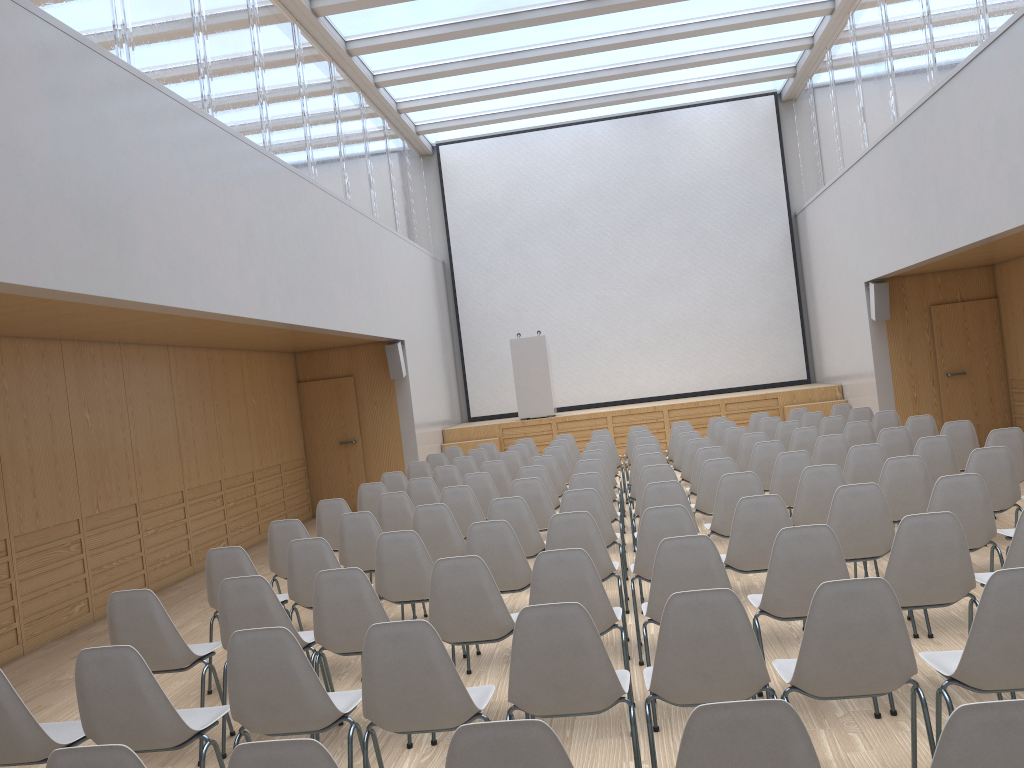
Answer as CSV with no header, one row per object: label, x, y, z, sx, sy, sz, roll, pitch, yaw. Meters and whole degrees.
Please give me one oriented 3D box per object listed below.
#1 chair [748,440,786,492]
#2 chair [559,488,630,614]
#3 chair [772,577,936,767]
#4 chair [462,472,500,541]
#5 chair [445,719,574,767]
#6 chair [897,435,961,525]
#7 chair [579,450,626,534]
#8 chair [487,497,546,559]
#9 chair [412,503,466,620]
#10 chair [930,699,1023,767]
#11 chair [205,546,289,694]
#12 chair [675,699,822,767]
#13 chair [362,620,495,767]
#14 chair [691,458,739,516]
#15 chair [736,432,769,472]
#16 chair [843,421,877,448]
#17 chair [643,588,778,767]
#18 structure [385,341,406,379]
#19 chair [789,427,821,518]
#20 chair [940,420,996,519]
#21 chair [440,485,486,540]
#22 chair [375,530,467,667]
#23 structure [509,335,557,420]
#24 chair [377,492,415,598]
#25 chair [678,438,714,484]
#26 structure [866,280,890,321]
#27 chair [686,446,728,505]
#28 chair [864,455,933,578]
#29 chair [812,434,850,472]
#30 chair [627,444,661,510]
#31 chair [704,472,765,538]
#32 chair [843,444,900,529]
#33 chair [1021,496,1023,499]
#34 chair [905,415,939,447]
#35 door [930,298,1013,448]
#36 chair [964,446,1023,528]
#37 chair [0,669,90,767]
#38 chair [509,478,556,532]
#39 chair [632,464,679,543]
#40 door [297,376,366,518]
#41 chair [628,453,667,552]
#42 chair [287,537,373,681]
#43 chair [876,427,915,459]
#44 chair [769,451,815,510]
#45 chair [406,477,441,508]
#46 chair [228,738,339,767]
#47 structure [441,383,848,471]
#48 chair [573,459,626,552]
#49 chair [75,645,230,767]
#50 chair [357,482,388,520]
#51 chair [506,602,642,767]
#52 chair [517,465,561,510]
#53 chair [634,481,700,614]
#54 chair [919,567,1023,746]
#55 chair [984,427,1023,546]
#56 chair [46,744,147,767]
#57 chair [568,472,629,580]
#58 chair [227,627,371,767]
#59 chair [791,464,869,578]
chair,2.321,0.933,8.018,0.479,0.876,0.505,-7,0,7
chair,0.536,1.143,6.243,0.479,0.876,0.505,-7,0,7
chair,1.190,1.066,3.140,0.479,0.876,0.505,-7,0,7
chair,-0.243,1.235,8.272,0.479,0.876,0.505,-7,0,7
chair,0.054,1.200,2.273,0.479,0.876,0.505,-7,0,7
chair,3.249,0.823,6.915,0.479,0.876,0.505,-7,0,7
chair,0.888,1.101,9.202,0.479,0.876,0.505,-7,0,7
chair,0.045,1.201,6.263,0.479,0.876,0.505,-7,0,7
chair,-0.483,1.263,6.388,0.479,0.876,0.505,-7,0,7
chair,1.095,1.077,2.062,0.479,0.876,0.505,-7,0,7
chair,-1.620,1.397,5.503,0.479,0.876,0.505,-7,0,7
chair,0.590,1.137,2.225,0.479,0.876,0.505,-7,0,7
chair,-0.308,1.243,3.284,0.479,0.876,0.505,-7,0,7
chair,1.678,1.008,7.109,0.479,0.876,0.505,-7,0,7
chair,2.476,0.914,9.026,0.479,0.876,0.505,-7,0,7
chair,3.469,0.797,8.931,0.479,0.876,0.505,-7,0,7
chair,0.716,1.122,3.227,0.479,0.876,0.505,-7,0,7
structure,-1.689,-0.346,12.922,0.196,0.542,0.368,-7,0,7
chair,2.960,0.857,8.946,0.479,0.876,0.505,-7,0,7
chair,3.894,0.747,7.843,0.479,0.876,0.505,-7,0,7
chair,-0.371,1.250,7.363,0.479,0.876,0.505,-7,0,7
chair,-0.578,1.274,5.333,0.479,0.876,0.505,-7,0,7
structure,0.372,-0.104,15.158,0.605,1.379,0.605,-7,0,7
chair,-0.888,1.311,7.445,0.479,0.876,0.505,-7,0,7
chair,1.948,0.976,9.119,0.479,0.876,0.505,-7,0,7
structure,5.007,-1.135,12.094,0.196,0.542,0.368,-7,0,7
chair,1.834,0.990,8.098,0.479,0.876,0.505,-7,0,7
chair,2.614,0.898,5.986,0.479,0.876,0.505,-7,0,7
chair,2.845,0.871,7.932,0.479,0.876,0.505,-7,0,7
chair,1.417,1.039,9.116,0.479,0.876,0.505,-7,0,7
chair,1.584,1.020,6.142,0.479,0.876,0.505,-7,0,7
chair,2.730,0.884,6.897,0.479,0.876,0.505,-7,0,7
chair,3.645,0.777,5.818,0.479,0.876,0.505,-7,0,7
chair,4.011,0.733,8.795,0.479,0.876,0.505,-7,0,7
door,6.285,-0.113,12.078,0.873,2.024,0.108,-7,0,7
chair,3.147,0.835,5.939,0.479,0.876,0.505,-7,0,7
chair,-1.880,1.428,3.437,0.479,0.876,0.505,-7,0,7
chair,0.193,1.183,7.321,0.479,0.876,0.505,-7,0,7
chair,1.210,1.064,7.186,0.479,0.876,0.505,-7,0,7
door,-2.671,0.943,13.186,0.873,2.024,0.108,-7,0,7
chair,1.308,1.052,8.181,0.479,0.876,0.505,-7,0,7
chair,-1.123,1.339,5.459,0.479,0.876,0.505,-7,0,7
chair,3.384,0.807,7.924,0.479,0.876,0.505,-7,0,7
chair,2.221,0.944,7.002,0.479,0.876,0.505,-7,0,7
chair,-0.766,1.296,8.419,0.479,0.876,0.505,-7,0,7
chair,-0.470,1.262,2.318,0.479,0.876,0.505,-7,0,7
structure,2.185,0.894,15.176,6.552,1.027,2.728,-7,0,7
chair,0.771,1.115,8.257,0.479,0.876,0.505,-7,0,7
chair,-1.371,1.368,3.416,0.479,0.876,0.505,-7,0,7
chair,-1.233,1.352,8.505,0.479,0.876,0.505,-7,0,7
chair,0.213,1.181,3.279,0.479,0.876,0.505,-7,0,7
chair,0.258,1.176,8.293,0.479,0.876,0.505,-7,0,7
chair,1.081,1.079,6.135,0.479,0.876,0.505,-7,0,7
chair,1.699,1.006,3.036,0.479,0.876,0.505,-7,0,7
chair,3.770,0.762,6.879,0.479,0.876,0.505,-7,0,7
chair,-0.958,1.319,2.426,0.479,0.876,0.505,-7,0,7
chair,0.654,1.129,7.195,0.479,0.876,0.505,-7,0,7
chair,-0.821,1.303,3.417,0.479,0.876,0.505,-7,0,7
chair,2.095,0.959,6.031,0.479,0.876,0.505,-7,0,7
